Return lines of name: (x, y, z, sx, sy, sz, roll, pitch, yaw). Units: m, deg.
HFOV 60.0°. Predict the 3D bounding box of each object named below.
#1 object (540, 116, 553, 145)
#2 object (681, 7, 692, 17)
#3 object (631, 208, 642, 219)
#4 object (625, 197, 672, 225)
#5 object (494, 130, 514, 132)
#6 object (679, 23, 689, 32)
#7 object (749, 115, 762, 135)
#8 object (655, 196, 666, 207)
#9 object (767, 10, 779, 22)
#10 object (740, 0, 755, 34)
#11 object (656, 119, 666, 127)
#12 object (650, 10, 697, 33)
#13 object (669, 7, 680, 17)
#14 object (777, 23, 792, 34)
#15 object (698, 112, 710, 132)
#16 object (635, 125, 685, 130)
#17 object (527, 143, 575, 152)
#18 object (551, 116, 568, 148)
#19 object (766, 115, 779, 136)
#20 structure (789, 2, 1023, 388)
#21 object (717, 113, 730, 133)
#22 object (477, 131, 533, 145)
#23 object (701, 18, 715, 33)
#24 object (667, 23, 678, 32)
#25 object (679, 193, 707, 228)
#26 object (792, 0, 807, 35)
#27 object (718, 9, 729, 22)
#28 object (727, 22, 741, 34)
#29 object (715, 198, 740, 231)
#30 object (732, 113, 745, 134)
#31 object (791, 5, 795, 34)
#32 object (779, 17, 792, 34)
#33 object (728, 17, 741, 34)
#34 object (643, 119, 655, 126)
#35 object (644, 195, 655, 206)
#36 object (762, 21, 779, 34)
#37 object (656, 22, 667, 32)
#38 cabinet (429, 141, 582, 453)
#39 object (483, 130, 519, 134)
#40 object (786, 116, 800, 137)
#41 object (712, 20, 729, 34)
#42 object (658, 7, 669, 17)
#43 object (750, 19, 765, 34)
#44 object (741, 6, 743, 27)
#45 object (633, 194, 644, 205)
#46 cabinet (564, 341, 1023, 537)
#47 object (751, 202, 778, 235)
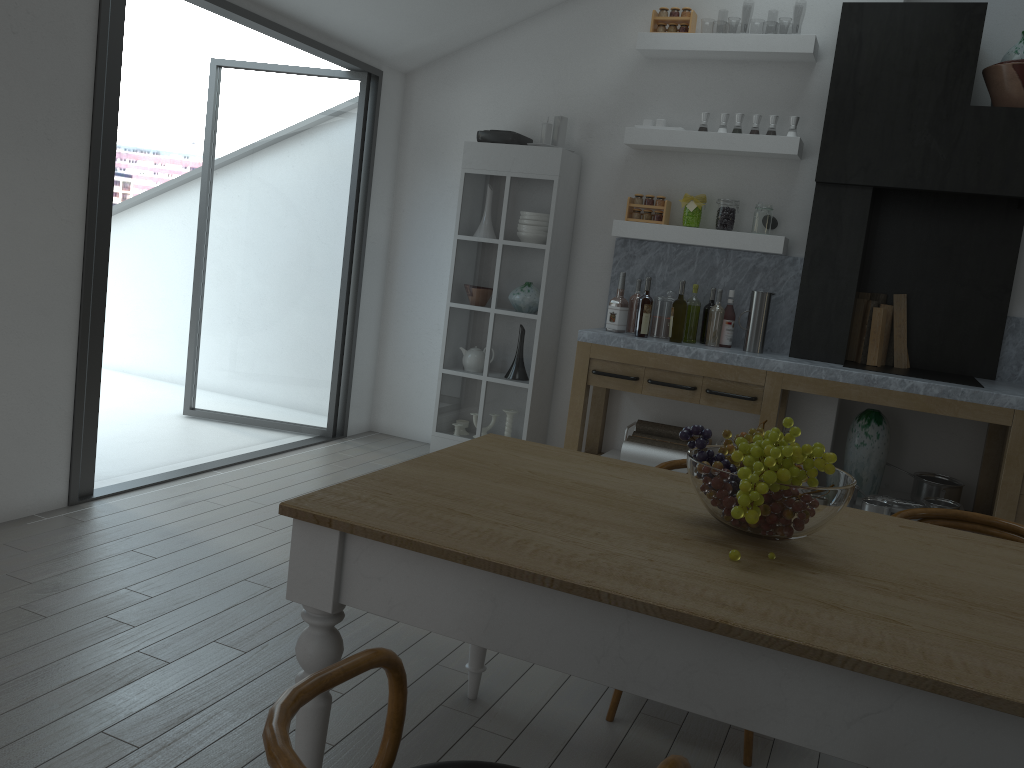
object: (0.207, -1.511, 5.330, 0.054, 0.195, 0.054, 1, 9, -42)
object: (1.003, -2.130, 5.107, 0.058, 0.075, 0.059, 0, 10, -44)
object: (0.744, -1.011, 5.291, 0.058, 0.075, 0.059, 0, 10, -44)
object: (0.809, -1.023, 5.261, 0.237, 0.145, 0.120, 10, 8, 22)
object: (-0.045, -1.497, 5.489, 0.170, 0.119, 0.170, 10, 8, 22)
object: (0.993, -2.045, 5.117, 0.058, 0.075, 0.059, 0, 10, -44)
object: (1.367, -1.448, 4.975, 0.068, 0.124, 0.064, 9, 7, 16)
object: (0.876, -1.074, 5.230, 0.058, 0.075, 0.059, 0, 10, -44)
object: (1.452, -2.002, 4.962, 0.048, 0.169, 0.048, 11, 8, 30)
object: (1.299, -2.021, 4.906, 0.063, 0.186, 0.063, 6, 7, -9)
object: (0.871, -1.514, 5.190, 0.054, 0.071, 0.054, 10, 8, 22)
object: (0.936, -2.079, 5.138, 0.237, 0.145, 0.120, 10, 8, 22)
object: (0.942, -2.141, 5.132, 0.058, 0.075, 0.059, 0, 10, -44)
object: (1.515, -1.952, 4.934, 0.093, 0.093, 0.095, 2, 9, -35)
object: (1.102, -1.496, 5.087, 0.068, 0.124, 0.064, 9, 7, 16)
object: (0.867, -1.487, 5.193, 0.295, 0.024, 0.113, 10, 9, 22)
object: (0.236, -1.423, 5.377, 0.295, 0.024, 0.151, -1, 11, -43)
object: (0.287, -1.519, 5.400, 0.072, 0.210, 0.071, 0, 9, -44)
object: (1.449, -1.431, 4.931, 0.068, 0.124, 0.064, 9, 7, 16)
structure: (2.237, -1.008, 4.837, 1.077, 1.878, 0.782, 10, 7, 22)
object: (1.204, -1.478, 5.044, 0.068, 0.124, 0.064, 9, 7, 16)
object: (-0.048, -1.478, 5.492, 0.299, 0.119, 0.299, 10, 9, 22)
object: (1.114, -2.025, 5.067, 0.081, 0.105, 0.082, 6, 7, -9)
object: (0.932, -2.056, 5.142, 0.058, 0.075, 0.059, 0, 10, -44)
object: (1.043, -1.005, 5.142, 0.163, 0.198, 0.128, 9, 7, 17)
object: (1.552, -1.975, 4.800, 0.063, 0.186, 0.063, 6, 7, -9)
object: (1.199, -2.048, 5.068, 0.048, 0.169, 0.048, 11, 8, 30)
object: (1.262, -1.998, 5.040, 0.093, 0.093, 0.095, 2, 9, -35)
object: (1.225, -0.965, 5.069, 0.120, 0.182, 0.120, 12, 9, 37)
object: (1.276, -1.462, 4.998, 0.068, 0.124, 0.064, 9, 7, 16)
object: (1.559, -1.980, 4.864, 0.054, 0.178, 0.054, 7, 7, -1)
object: (1.488, -1.945, 4.847, 0.071, 0.098, 0.071, 5, 7, -13)
object: (1.235, -1.991, 4.953, 0.071, 0.098, 0.071, 5, 7, -13)
object: (0.803, -1.521, 5.220, 0.058, 0.061, 0.057, 10, 8, 22)
object: (0.815, -1.085, 5.256, 0.058, 0.075, 0.059, 0, 10, -44)
object: (1.428, -1.954, 4.904, 0.077, 0.085, 0.077, 2, 9, -35)
object: (0.871, -2.067, 5.168, 0.058, 0.075, 0.059, 0, 10, -44)
cabinet: (-0.047, -0.466, 5.558, 0.643, 1.983, 0.361, 10, 7, 22)
object: (-0.046, -1.487, 5.490, 0.238, 0.119, 0.238, 10, 9, 22)
object: (1.550, -1.413, 4.889, 0.068, 0.124, 0.064, 9, 7, 16)
object: (1.175, -2.000, 5.010, 0.077, 0.085, 0.077, 2, 9, -35)
object: (0.881, -2.152, 5.158, 0.058, 0.075, 0.059, 0, 10, -44)
object: (1.367, -1.979, 4.961, 0.081, 0.105, 0.082, 6, 7, -9)
object: (1.306, -2.026, 4.970, 0.054, 0.178, 0.054, 7, 7, -1)
object: (0.754, -1.096, 5.281, 0.058, 0.075, 0.059, 0, 10, -44)
cabinet: (3.421, 0.746, 4.318, 6.439, 1.018, 1.005, 10, 8, 22)
object: (1.422, -0.927, 4.989, 0.207, 0.177, 0.103, -1, 10, -45)
